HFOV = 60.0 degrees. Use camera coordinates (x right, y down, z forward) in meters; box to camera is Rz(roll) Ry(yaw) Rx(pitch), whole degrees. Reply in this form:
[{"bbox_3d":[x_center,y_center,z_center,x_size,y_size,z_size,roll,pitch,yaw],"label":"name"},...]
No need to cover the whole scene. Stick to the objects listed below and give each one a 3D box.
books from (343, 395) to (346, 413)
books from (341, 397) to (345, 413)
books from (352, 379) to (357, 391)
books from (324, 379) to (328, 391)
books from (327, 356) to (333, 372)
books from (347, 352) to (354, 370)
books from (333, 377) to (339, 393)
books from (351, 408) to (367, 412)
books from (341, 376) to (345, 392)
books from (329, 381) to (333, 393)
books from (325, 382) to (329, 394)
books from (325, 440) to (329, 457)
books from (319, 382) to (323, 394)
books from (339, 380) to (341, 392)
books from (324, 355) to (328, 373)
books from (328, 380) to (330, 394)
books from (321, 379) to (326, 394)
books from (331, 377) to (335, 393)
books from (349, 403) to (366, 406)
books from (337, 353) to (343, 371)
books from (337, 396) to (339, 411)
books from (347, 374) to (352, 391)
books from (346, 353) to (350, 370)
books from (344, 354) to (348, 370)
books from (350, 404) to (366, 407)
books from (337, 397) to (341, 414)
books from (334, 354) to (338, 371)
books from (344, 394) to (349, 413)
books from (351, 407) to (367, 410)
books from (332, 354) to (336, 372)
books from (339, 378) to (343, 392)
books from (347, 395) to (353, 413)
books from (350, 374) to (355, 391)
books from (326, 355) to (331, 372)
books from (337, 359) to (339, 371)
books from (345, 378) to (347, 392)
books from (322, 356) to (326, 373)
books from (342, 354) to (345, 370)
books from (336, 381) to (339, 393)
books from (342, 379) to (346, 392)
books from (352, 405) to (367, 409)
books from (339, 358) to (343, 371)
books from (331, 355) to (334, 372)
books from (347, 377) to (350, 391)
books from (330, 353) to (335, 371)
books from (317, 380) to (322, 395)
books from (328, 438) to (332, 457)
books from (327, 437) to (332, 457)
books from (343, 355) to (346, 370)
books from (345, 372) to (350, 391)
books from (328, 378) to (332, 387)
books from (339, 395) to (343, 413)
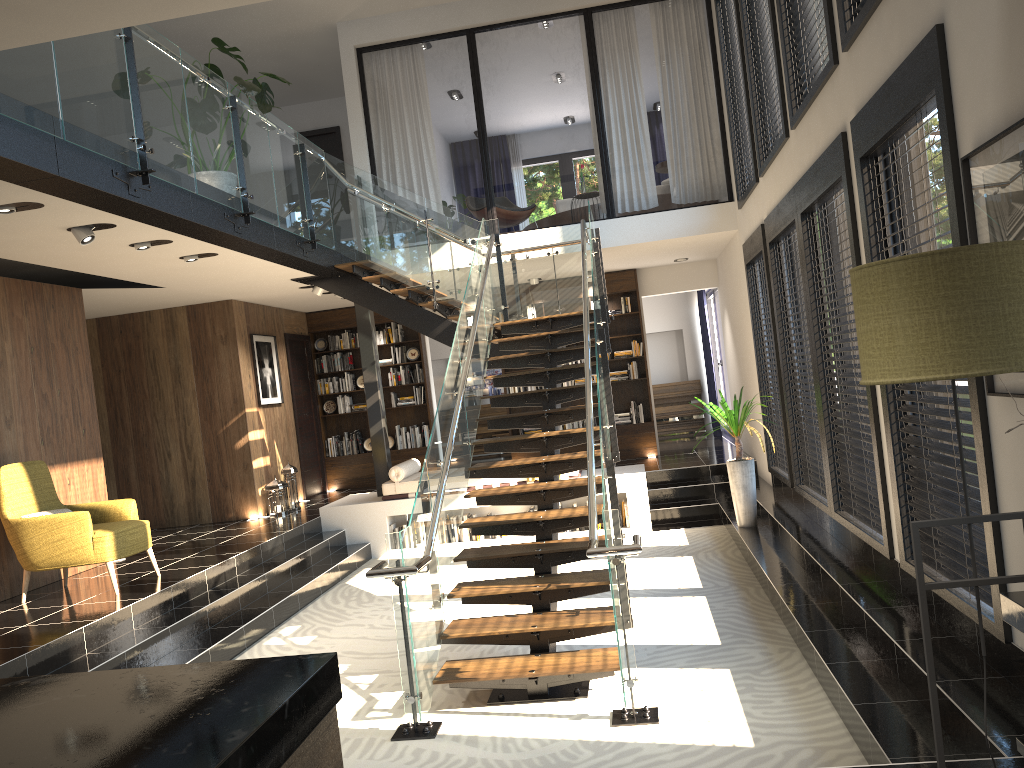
[{"bbox_3d":[-2.492,0.301,13.322,0.024,0.265,0.147,-7,1,8],"label":"books"},{"bbox_3d":[-2.517,0.314,13.332,0.032,0.245,0.120,-7,1,8],"label":"books"},{"bbox_3d":[-2.365,0.008,13.299,0.015,0.181,0.136,-7,0,8],"label":"books"},{"bbox_3d":[-2.794,0.034,13.382,0.018,0.232,0.123,-7,1,8],"label":"books"},{"bbox_3d":[-2.709,-0.299,13.303,0.039,0.243,0.179,-7,0,8],"label":"books"},{"bbox_3d":[-2.416,-0.346,13.302,0.035,0.266,0.133,-7,1,8],"label":"books"},{"bbox_3d":[-2.634,0.012,13.321,0.026,0.237,0.164,-7,0,8],"label":"books"},{"bbox_3d":[-2.257,0.390,13.293,0.262,0.032,0.154,-7,0,10],"label":"books"},{"bbox_3d":[-2.517,-0.005,13.317,0.020,0.243,0.154,-7,0,8],"label":"books"},{"bbox_3d":[-2.695,0.048,13.336,0.035,0.180,0.164,-7,0,8],"label":"books"},{"bbox_3d":[-2.765,0.062,13.360,0.037,0.169,0.148,-7,0,8],"label":"books"},{"bbox_3d":[-2.766,0.970,13.400,0.032,0.262,0.194,-7,0,8],"label":"books"},{"bbox_3d":[-2.846,0.060,13.372,0.045,0.192,0.164,-7,0,8],"label":"books"},{"bbox_3d":[-2.566,0.014,13.332,0.053,0.216,0.151,-7,0,8],"label":"books"},{"bbox_3d":[-2.764,-0.305,13.325,0.022,0.267,0.197,-7,0,8],"label":"books"},{"bbox_3d":[-2.737,0.039,13.377,0.018,0.208,0.126,-7,0,8],"label":"books"},{"bbox_3d":[-2.820,0.035,13.338,0.022,0.235,0.194,-7,0,8],"label":"books"},{"bbox_3d":[-2.662,0.017,13.345,0.036,0.235,0.169,-7,0,8],"label":"books"},{"bbox_3d":[-2.271,0.298,13.275,0.292,0.013,0.187,-7,0,10],"label":"books"},{"bbox_3d":[-2.566,-0.331,13.300,0.033,0.273,0.189,-7,0,8],"label":"books"},{"bbox_3d":[-2.588,0.313,13.341,0.020,0.264,0.152,-7,1,8],"label":"books"},{"bbox_3d":[-2.411,-0.026,13.293,0.021,0.260,0.197,-7,0,8],"label":"books"},{"bbox_3d":[-2.445,-0.340,13.305,0.025,0.263,0.147,-7,1,8],"label":"books"},{"bbox_3d":[-2.469,-0.327,13.303,0.024,0.242,0.144,-7,0,8],"label":"books"},{"bbox_3d":[-2.269,0.313,13.283,0.293,0.016,0.174,-7,0,6],"label":"books"},{"bbox_3d":[-2.569,0.314,13.302,0.026,0.257,0.192,-7,0,8],"label":"books"},{"bbox_3d":[-2.618,-0.316,13.325,0.032,0.255,0.160,-7,0,8],"label":"books"},{"bbox_3d":[-2.466,0.291,13.310,0.032,0.279,0.133,-7,1,8],"label":"books"},{"bbox_3d":[-2.260,0.364,13.295,0.266,0.021,0.152,-7,0,6],"label":"books"},{"bbox_3d":[-2.647,-0.317,13.302,0.019,0.264,0.175,-7,0,8],"label":"books"},{"bbox_3d":[-2.536,0.016,13.293,0.016,0.206,0.204,-7,0,8],"label":"books"},{"bbox_3d":[-2.431,0.300,13.324,0.030,0.253,0.138,-7,1,8],"label":"books"},{"bbox_3d":[-2.386,-0.021,13.312,0.023,0.245,0.133,-7,1,8],"label":"books"},{"bbox_3d":[-2.740,-0.304,13.327,0.027,0.260,0.181,-7,0,8],"label":"books"},{"bbox_3d":[-2.589,-0.302,13.318,0.024,0.220,0.123,-7,1,8],"label":"books"},{"bbox_3d":[-2.465,0.004,13.323,0.027,0.214,0.159,-7,0,8],"label":"books"},{"bbox_3d":[-2.791,-0.295,13.332,0.035,0.255,0.183,-7,0,8],"label":"books"},{"bbox_3d":[-2.507,-0.322,13.316,0.028,0.240,0.148,-7,0,8],"label":"books"},{"bbox_3d":[-2.603,0.044,13.330,0.026,0.167,0.173,-7,0,8],"label":"books"},{"bbox_3d":[-2.493,0.017,13.303,0.025,0.194,0.172,-7,0,8],"label":"books"},{"bbox_3d":[-2.263,0.337,13.295,0.244,0.033,0.142,-7,0,4],"label":"books"},{"bbox_3d":[-2.535,-0.292,13.285,0.025,0.188,0.181,-7,0,8],"label":"books"},{"bbox_3d":[-2.662,-0.311,13.324,0.018,0.256,0.172,-7,0,8],"label":"books"},{"bbox_3d":[-2.426,0.001,13.308,0.018,0.210,0.157,-7,0,8],"label":"books"},{"bbox_3d":[-2.681,-0.325,13.328,0.015,0.287,0.154,-7,1,8],"label":"books"},{"bbox_3d":[-2.884,0.048,13.383,0.030,0.224,0.165,-7,0,8],"label":"books"},{"bbox_3d":[-2.716,0.954,13.368,0.014,0.282,0.232,-7,0,8],"label":"books"},{"bbox_3d":[-2.735,0.953,13.402,0.032,0.288,0.179,-7,0,8],"label":"books"},{"bbox_3d":[-2.487,-0.319,13.301,0.014,0.230,0.172,-7,0,8],"label":"books"},{"bbox_3d":[-2.450,-0.033,13.295,0.018,0.284,0.198,-7,0,8],"label":"books"},{"bbox_3d":[-2.721,0.023,13.367,0.019,0.236,0.139,-7,0,8],"label":"books"},{"bbox_3d":[-2.547,0.303,13.310,0.018,0.275,0.144,-7,1,8],"label":"books"}]
